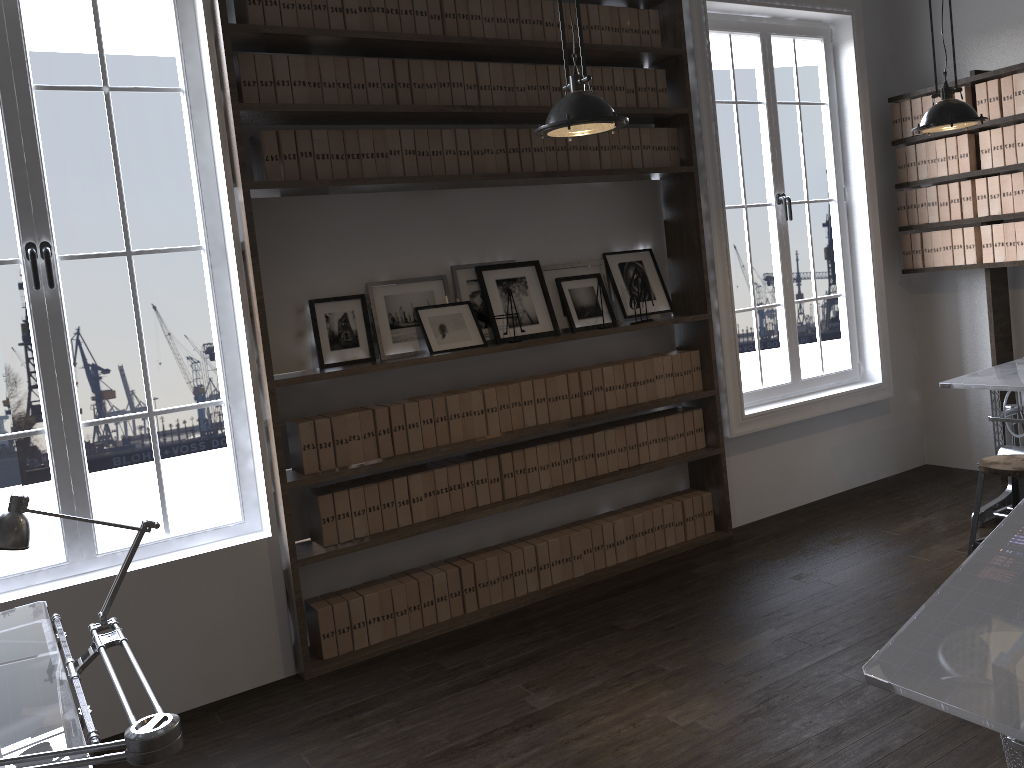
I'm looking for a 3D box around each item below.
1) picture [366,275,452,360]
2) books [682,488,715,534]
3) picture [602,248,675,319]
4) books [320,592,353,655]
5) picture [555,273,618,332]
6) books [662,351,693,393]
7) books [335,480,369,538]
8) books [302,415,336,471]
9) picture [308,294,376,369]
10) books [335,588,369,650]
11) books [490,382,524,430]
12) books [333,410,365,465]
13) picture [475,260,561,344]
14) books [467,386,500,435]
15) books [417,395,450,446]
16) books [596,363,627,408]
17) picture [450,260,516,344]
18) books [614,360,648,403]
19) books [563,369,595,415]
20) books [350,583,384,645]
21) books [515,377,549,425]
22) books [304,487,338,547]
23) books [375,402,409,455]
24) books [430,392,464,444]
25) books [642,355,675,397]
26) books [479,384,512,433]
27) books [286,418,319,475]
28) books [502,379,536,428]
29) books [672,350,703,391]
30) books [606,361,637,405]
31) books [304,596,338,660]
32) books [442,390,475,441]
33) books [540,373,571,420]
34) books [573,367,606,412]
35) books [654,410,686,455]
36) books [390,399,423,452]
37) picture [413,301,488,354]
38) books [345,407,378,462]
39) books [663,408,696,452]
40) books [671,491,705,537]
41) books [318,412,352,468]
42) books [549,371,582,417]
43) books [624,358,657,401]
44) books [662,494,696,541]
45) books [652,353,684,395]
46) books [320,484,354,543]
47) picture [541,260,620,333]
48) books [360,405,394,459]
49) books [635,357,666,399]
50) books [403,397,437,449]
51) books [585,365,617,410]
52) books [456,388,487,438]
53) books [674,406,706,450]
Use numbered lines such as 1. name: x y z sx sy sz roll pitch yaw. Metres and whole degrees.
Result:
1. picture: -0.462 -0.318 4.188 0.417 0.364 0.083 -10 5 -31
2. books: 1.059 0.721 5.033 0.067 0.225 0.174 -9 5 -31
3. picture: 0.694 -0.557 4.865 0.344 0.363 0.161 -9 5 -31
4. books: -0.776 1.055 3.908 0.067 0.225 0.174 -9 5 -31
5. picture: 0.393 -0.430 4.665 0.290 0.289 0.127 -9 5 -31
6. books: 0.922 -0.066 4.954 0.067 0.225 0.174 -9 5 -31
7. books: -0.713 0.558 3.946 0.067 0.225 0.174 -9 5 -31
8. books: -0.843 0.257 3.863 0.067 0.225 0.174 -9 5 -31
9. picture: -0.769 -0.240 4.021 0.268 0.314 0.058 -9 5 -31
10. books: -0.714 1.044 3.942 0.067 0.225 0.174 -9 5 -31
11. books: -0.025 0.107 4.374 0.067 0.225 0.174 -9 5 -31
12. books: -0.731 0.236 3.937 0.067 0.225 0.174 -9 5 -31
13. picture: 0.031 -0.415 4.433 0.375 0.390 0.149 -9 5 -31
14. books: -0.140 0.129 4.296 0.067 0.225 0.174 -9 5 -31
15. books: -0.370 0.170 4.160 0.067 0.225 0.174 -9 5 -31
16. books: 0.521 0.007 4.707 0.067 0.225 0.174 -9 5 -31
17. picture: -0.103 -0.405 4.413 0.371 0.404 0.091 -9 5 -31
18. books: 0.641 -0.014 4.774 0.067 0.225 0.174 -9 5 -31
19. books: 0.340 0.041 4.591 0.067 0.225 0.174 -9 5 -31
20. books: -0.654 1.033 3.981 0.067 0.225 0.174 -9 5 -31
21. books: 0.099 0.085 4.441 0.067 0.225 0.174 -9 5 -31
22. books: -0.834 0.580 3.868 0.067 0.225 0.174 -9 5 -31
23. books: -0.551 0.203 4.051 0.067 0.225 0.174 -9 5 -31
24. books: -0.310 0.160 4.190 0.067 0.225 0.174 -9 5 -31
25. books: 0.806 -0.044 4.877 0.067 0.225 0.174 -9 5 -31
26. books: -0.083 0.118 4.336 0.067 0.225 0.174 -9 5 -31
27. books: -0.906 0.268 3.828 0.067 0.225 0.174 -9 5 -31
28. books: 0.036 0.096 4.407 0.067 0.225 0.174 -9 5 -31
29. books: 0.980 -0.075 4.982 0.067 0.225 0.174 -9 5 -31
30. books: 0.581 -0.003 4.744 0.067 0.225 0.174 -9 5 -31
31. books: -0.836 1.066 3.874 0.067 0.225 0.174 -9 5 -31
32. books: -0.256 0.149 4.229 0.067 0.225 0.174 -9 5 -31
33. books: 0.212 0.064 4.515 0.067 0.225 0.174 -9 5 -31
34. books: 0.401 0.029 4.634 0.067 0.225 0.174 -9 5 -31
35. books: 0.876 0.268 4.924 0.067 0.225 0.174 -9 5 -31
36. books: -0.488 0.192 4.083 0.067 0.225 0.174 -9 5 -31
37. picture: -0.290 -0.268 4.204 0.301 0.228 0.144 -10 6 -31
38. books: -0.677 0.226 3.973 0.067 0.225 0.174 -9 5 -31
39. books: 0.936 0.257 4.961 0.067 0.225 0.174 -9 5 -31
40. books: 0.993 0.732 4.995 0.067 0.225 0.174 -9 5 -31
41. books: -0.782 0.246 3.901 0.067 0.225 0.174 -9 5 -31
42. books: 0.275 0.052 4.557 0.067 0.225 0.174 -9 5 -31
43. books: 0.695 -0.024 4.813 0.067 0.225 0.174 -9 5 -31
44. books: 0.933 0.744 4.952 0.067 0.225 0.174 -9 5 -31
45. books: 0.864 -0.055 4.917 0.067 0.225 0.174 -9 5 -31
46. books: -0.773 0.569 3.906 0.067 0.225 0.174 -9 5 -31
47. picture: 0.357 -0.464 4.691 0.435 0.360 0.095 -10 5 -31
48. books: -0.611 0.214 4.007 0.067 0.225 0.174 -9 5 -31
49. books: 0.749 -0.034 4.844 0.067 0.225 0.174 -9 5 -31
50. books: -0.430 0.181 4.124 0.067 0.225 0.174 -9 5 -31
51. books: 0.463 0.019 4.667 0.067 0.225 0.174 -9 5 -31
52. books: -0.202 0.140 4.260 0.067 0.225 0.174 -9 5 -31
53. books: 0.998 0.246 4.994 0.067 0.225 0.174 -9 5 -31
